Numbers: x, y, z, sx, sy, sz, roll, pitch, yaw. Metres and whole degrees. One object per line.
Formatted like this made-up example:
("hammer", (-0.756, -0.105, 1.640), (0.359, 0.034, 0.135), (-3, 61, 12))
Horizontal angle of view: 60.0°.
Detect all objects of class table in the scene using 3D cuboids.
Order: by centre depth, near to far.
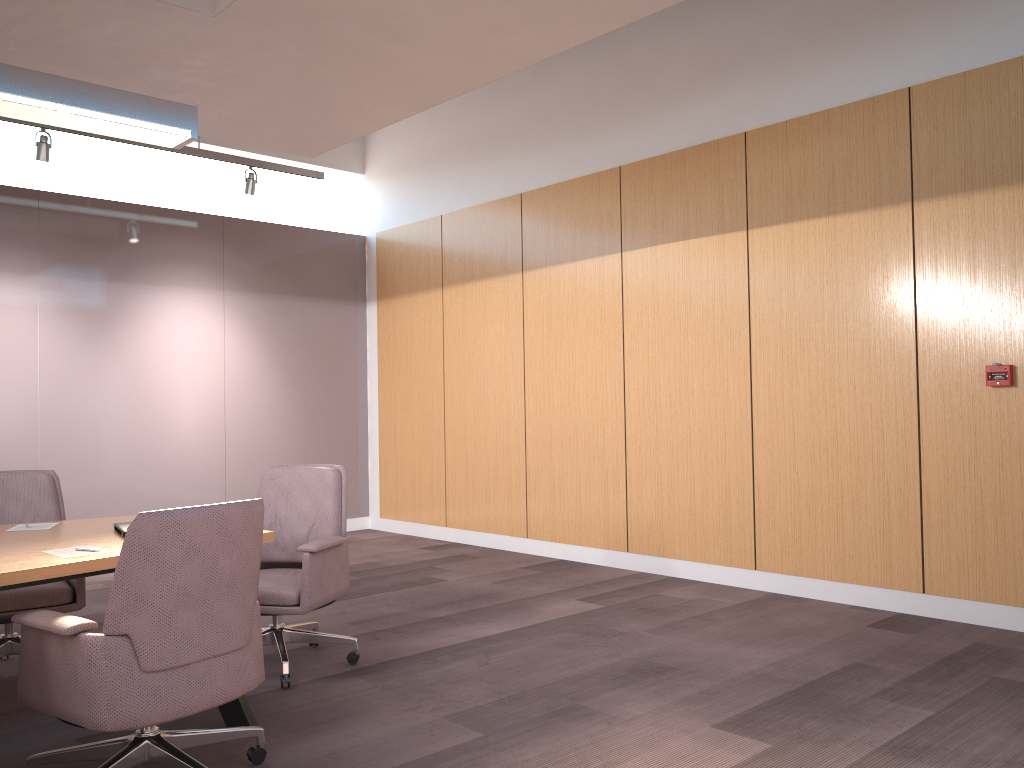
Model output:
("table", (-4.216, 0.958, 1.186), (8.000, 0.748, 1.885), (0, -2, -43))

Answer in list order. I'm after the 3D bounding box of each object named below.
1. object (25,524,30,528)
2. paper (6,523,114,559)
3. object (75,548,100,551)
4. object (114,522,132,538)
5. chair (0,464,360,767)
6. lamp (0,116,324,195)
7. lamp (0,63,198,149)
("object", (-2.090, 0.610, 3.826), (0.009, 0.009, 0.125), (0, -2, -35))
("paper", (-4.160, 0.583, 1.263), (6.800, 0.001, 1.713), (0, -2, -43))
("object", (-1.486, 0.581, 3.108), (0.125, 0.009, 0.009), (-2, -2, 26))
("object", (-1.486, 0.587, 3.621), (0.231, 0.026, 0.325), (0, -2, -30))
("chair", (-4.301, 0.856, 1.123), (9.673, 0.948, 3.001), (0, -2, -42))
("lamp", (-4.034, -2.265, 1.419), (12.467, 1.321, 5.699), (0, -2, -43))
("lamp", (-3.980, -1.993, 1.512), (6.974, 1.864, 0.200), (0, -2, -43))
